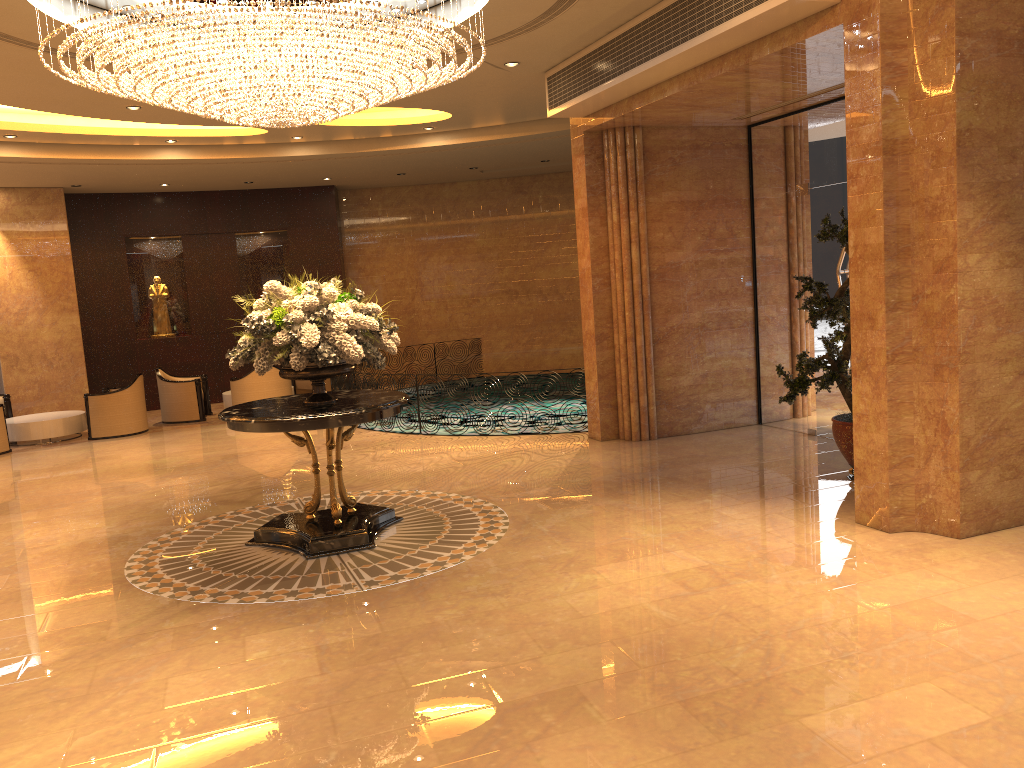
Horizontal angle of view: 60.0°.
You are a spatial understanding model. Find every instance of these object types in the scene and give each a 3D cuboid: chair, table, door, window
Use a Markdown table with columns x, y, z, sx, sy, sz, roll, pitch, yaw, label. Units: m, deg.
| x | y | z | sx | sy | sz | roll | pitch | yaw | label |
| --- | --- | --- | --- | --- | --- | --- | --- | --- | --- |
| -7.700 | 0.581 | 12.410 | 0.951 | 0.916 | 0.769 | -2 | 7 | 14 | chair |
| -4.395 | 0.278 | 15.427 | 1.196 | 0.354 | 1.196 | -3 | 7 | 7 | table |
| -6.065 | 0.316 | 13.690 | 0.769 | 0.916 | 0.951 | -5 | 7 | -6 | chair |
| -1.527 | 0.683 | 7.128 | 1.493 | 1.089 | 1.493 | -7 | 8 | -27 | table |
| 3.555 | -0.731 | 8.990 | 0.195 | 2.758 | 1.880 | -7 | 7 | -21 | door |
| -3.542 | -0.151 | 16.174 | 0.951 | 0.916 | 0.769 | 3 | 9 | 44 | chair |
| 3.528 | -1.105 | 8.947 | 0.047 | 3.571 | 3.515 | -7 | 7 | -21 | window |
| -5.497 | 0.145 | 14.812 | 0.769 | 0.916 | 0.951 | -5 | 7 | -11 | chair |
| -7.221 | 0.680 | 13.686 | 1.196 | 0.354 | 1.196 | -3 | 7 | 6 | table |
| -8.452 | 0.457 | 13.901 | 0.769 | 0.916 | 0.951 | 0 | 8 | 29 | chair |
| -3.962 | 0.117 | 14.141 | 0.951 | 0.916 | 0.769 | -7 | 7 | -25 | chair |

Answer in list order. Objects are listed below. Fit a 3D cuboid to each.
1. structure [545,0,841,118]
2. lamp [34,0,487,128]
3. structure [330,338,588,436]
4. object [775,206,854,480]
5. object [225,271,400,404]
| x | y | z | sx | sy | sz | roll | pitch | yaw | label |
| --- | --- | --- | --- | --- | --- | --- | --- | --- | --- |
| 1.313 | -3.023 | 7.920 | 0.425 | 0.483 | 4.113 | -7 | 7 | -21 | structure |
| -1.805 | -2.570 | 6.722 | 3.206 | 1.196 | 3.204 | -2 | 7 | 16 | lamp |
| -1.063 | -0.005 | 14.721 | 3.815 | 0.995 | 7.624 | -4 | 7 | -2 | structure |
| 2.942 | -0.343 | 7.771 | 1.250 | 2.363 | 0.843 | -10 | 9 | -40 | object |
| -1.570 | -0.350 | 6.985 | 1.277 | 0.999 | 1.318 | -3 | 7 | 10 | object |
